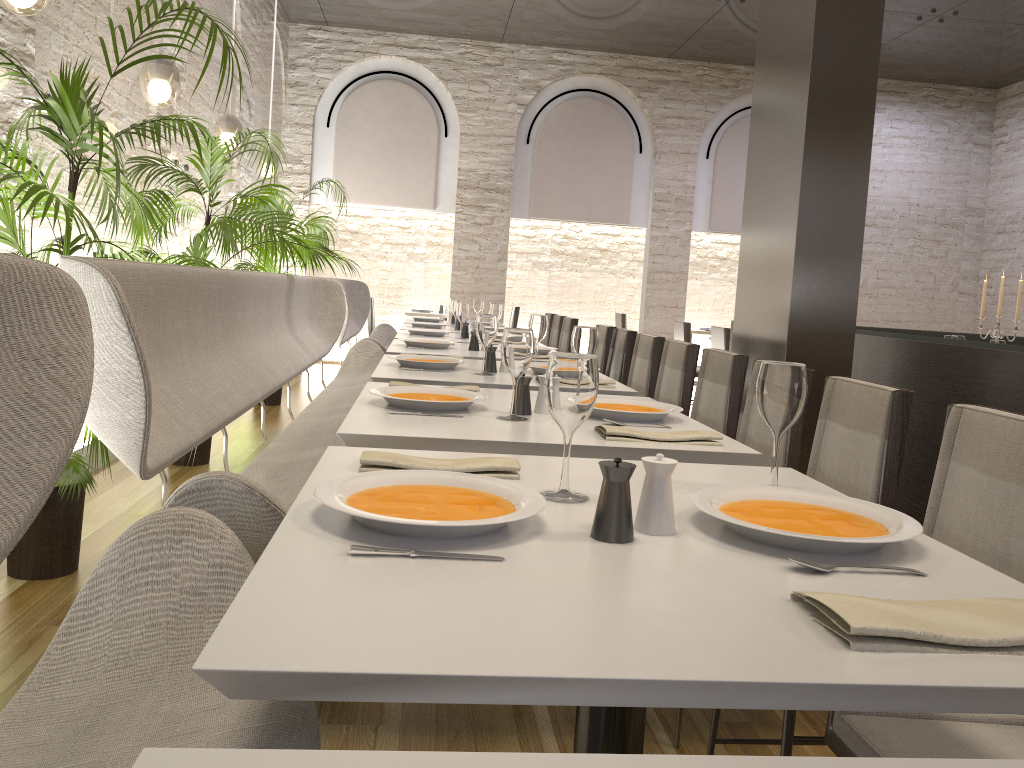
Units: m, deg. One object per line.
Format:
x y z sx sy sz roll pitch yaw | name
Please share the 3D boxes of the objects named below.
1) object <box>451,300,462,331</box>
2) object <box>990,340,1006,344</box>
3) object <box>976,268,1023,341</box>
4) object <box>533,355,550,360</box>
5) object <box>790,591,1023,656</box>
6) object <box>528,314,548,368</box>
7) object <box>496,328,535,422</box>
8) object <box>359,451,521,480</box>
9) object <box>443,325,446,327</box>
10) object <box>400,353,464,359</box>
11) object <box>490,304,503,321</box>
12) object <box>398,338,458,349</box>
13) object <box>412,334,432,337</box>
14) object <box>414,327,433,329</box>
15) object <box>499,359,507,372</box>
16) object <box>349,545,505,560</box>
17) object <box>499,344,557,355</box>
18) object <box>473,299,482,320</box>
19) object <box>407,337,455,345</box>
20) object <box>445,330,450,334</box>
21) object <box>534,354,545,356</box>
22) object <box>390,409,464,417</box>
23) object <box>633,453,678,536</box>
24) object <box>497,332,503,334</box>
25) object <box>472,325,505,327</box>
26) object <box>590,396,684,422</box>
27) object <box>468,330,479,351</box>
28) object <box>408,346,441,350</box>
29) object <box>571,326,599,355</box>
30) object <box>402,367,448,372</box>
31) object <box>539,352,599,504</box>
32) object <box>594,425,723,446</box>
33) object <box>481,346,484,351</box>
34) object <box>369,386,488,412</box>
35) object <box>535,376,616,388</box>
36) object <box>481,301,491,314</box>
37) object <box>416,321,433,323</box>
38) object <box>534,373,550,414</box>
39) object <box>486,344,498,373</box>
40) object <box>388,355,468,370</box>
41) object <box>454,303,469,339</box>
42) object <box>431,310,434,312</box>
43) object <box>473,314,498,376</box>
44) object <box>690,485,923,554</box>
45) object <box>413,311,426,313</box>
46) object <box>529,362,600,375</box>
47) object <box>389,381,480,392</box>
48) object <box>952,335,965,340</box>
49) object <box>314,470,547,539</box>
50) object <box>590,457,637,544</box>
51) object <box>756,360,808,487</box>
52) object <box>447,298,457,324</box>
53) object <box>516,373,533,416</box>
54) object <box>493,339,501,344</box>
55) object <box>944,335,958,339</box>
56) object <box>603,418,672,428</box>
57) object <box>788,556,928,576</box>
-0.427 -0.523 6.749 0.086 0.230 0.086 6 4 24 | object
2.775 -0.137 5.080 0.086 0.230 0.086 6 4 30 | object
2.902 -0.365 5.288 0.131 0.655 0.391 4 4 5 | object
0.117 -0.136 4.405 0.273 0.033 0.143 3 6 -6 | object
0.454 0.247 0.933 0.273 0.033 0.143 3 6 -6 | object
0.110 -0.185 3.845 0.087 0.230 0.086 7 5 36 | object
0.009 -0.025 2.241 0.086 0.230 0.086 7 5 42 | object
-0.129 0.141 1.579 0.273 0.033 0.143 3 6 -6 | object
-0.678 -0.486 7.258 0.273 0.033 0.143 3 6 -6 | object
-0.352 -0.114 3.888 0.273 0.033 0.143 3 6 -6 | object
-0.112 -0.438 6.136 0.086 0.230 0.086 6 4 24 | object
-0.449 -0.213 4.710 0.321 0.036 0.322 1 7 -28 | object
-0.544 -0.305 5.638 0.185 0.010 0.017 3 5 -6 | object
-0.650 -0.426 6.734 0.185 0.010 0.017 3 5 -6 | object
-0.020 -0.103 3.554 0.059 0.109 0.059 3 4 -14 | object
-0.100 0.201 1.055 0.185 0.010 0.017 3 5 -6 | object
0.085 -0.183 4.762 0.321 0.036 0.322 1 7 -28 | object
-0.326 -0.682 8.345 0.086 0.230 0.086 6 4 24 | object
-0.465 -0.242 5.051 0.273 0.033 0.143 3 6 -6 | object
-0.572 -0.365 6.162 0.273 0.033 0.143 3 6 -6 | object
0.097 -0.155 4.580 0.181 0.015 0.038 3 6 -4 | object
-0.212 0.073 2.211 0.185 0.010 0.017 3 5 -6 | object
0.204 0.152 1.245 0.059 0.109 0.059 4 4 3 | object
-0.096 -0.380 6.611 0.273 0.033 0.143 3 6 -6 | object
-0.206 -0.505 7.743 0.273 0.033 0.143 3 6 -6 | object
0.309 0.073 2.445 0.321 0.036 0.323 1 6 -23 | object
-0.198 -0.231 4.664 0.059 0.109 0.059 3 4 -14 | object
-0.437 -0.183 4.528 0.185 0.010 0.017 3 5 -6 | object
0.219 -0.061 2.717 0.086 0.230 0.086 4 4 0 | object
-0.324 -0.054 3.365 0.185 0.010 0.017 3 5 -6 | object
0.090 0.067 1.409 0.087 0.230 0.086 7 5 36 | object
0.342 0.120 2.088 0.273 0.033 0.143 3 6 -6 | object
-0.132 -0.232 4.717 0.059 0.109 0.059 3 4 -14 | object
-0.225 0.043 2.394 0.321 0.036 0.323 1 6 -23 | object
0.230 -0.008 3.242 0.273 0.033 0.143 3 6 -6 | object
-0.218 -0.559 7.225 0.086 0.230 0.086 6 4 24 | object
-0.760 -0.551 7.866 0.185 0.010 0.017 3 5 -6 | object
0.092 0.024 2.400 0.059 0.109 0.059 3 4 -14 | object
-0.085 -0.102 3.501 0.059 0.109 0.059 3 4 -14 | object
-0.337 -0.084 3.547 0.321 0.036 0.322 1 7 -28 | object
-0.322 -0.403 5.660 0.086 0.230 0.086 6 4 24 | object
-1.131 -0.930 11.234 0.273 0.033 0.143 3 6 -6 | object
-0.100 -0.150 3.369 0.087 0.230 0.086 7 5 36 | object
0.421 0.201 1.290 0.322 0.036 0.322 7 7 29 | object
-1.103 -0.870 10.710 0.185 0.010 0.017 3 5 -6 | object
0.197 -0.054 3.599 0.321 0.036 0.322 1 7 -28 | object
-0.240 0.014 2.735 0.273 0.033 0.143 3 6 -6 | object
2.879 -0.198 5.735 0.086 0.230 0.086 1 5 -36 | object
-0.113 0.171 1.238 0.322 0.036 0.322 7 7 29 | object
0.139 0.153 1.192 0.059 0.109 0.059 4 4 3 | object
0.466 0.077 1.551 0.087 0.230 0.086 7 5 36 | object
-0.536 -0.647 7.869 0.086 0.230 0.086 6 4 24 | object
0.027 0.025 2.348 0.059 0.109 0.059 3 4 -14 | object
0.010 -0.259 5.515 0.273 0.033 0.143 3 6 -6 | object
2.731 -0.187 5.532 0.086 0.230 0.086 6 4 30 | object
0.321 0.101 2.263 0.181 0.015 0.038 3 6 -4 | object
0.433 0.228 1.108 0.181 0.015 0.038 3 6 -4 | object
